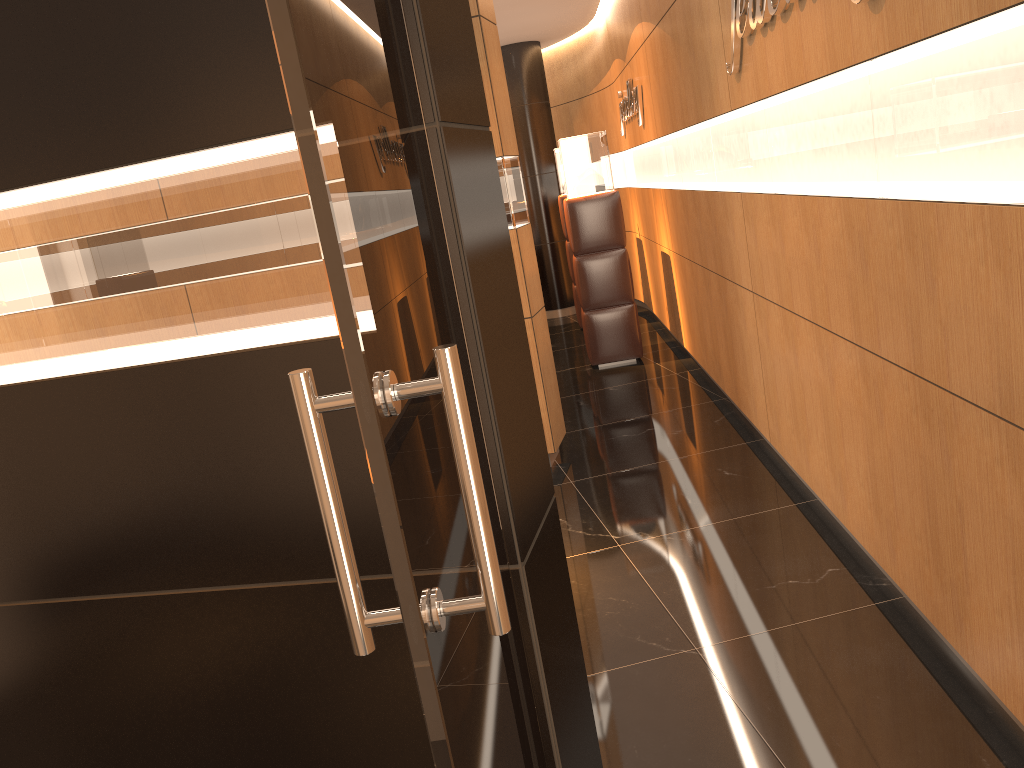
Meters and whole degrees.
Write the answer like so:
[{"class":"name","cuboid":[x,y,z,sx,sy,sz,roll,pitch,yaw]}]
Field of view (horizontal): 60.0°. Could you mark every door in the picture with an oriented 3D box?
[{"class":"door","cuboid":[-0.136,-0.040,0.445,0.098,3.285,2.473,-9,12,4]}]

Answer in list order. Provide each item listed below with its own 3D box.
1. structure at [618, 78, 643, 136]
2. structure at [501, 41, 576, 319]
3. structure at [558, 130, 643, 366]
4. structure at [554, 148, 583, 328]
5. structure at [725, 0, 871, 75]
[{"class":"structure","cuboid":[1.126,-2.664,8.538,0.034,0.442,2.050,-9,12,4]},{"class":"structure","cuboid":[0.316,-2.557,11.103,0.613,3.430,0.613,-9,12,8]},{"class":"structure","cuboid":[0.768,-1.189,7.840,0.498,1.968,0.484,-10,12,3]},{"class":"structure","cuboid":[0.830,-1.634,9.874,0.498,2.000,0.484,-10,12,3]},{"class":"structure","cuboid":[0.968,-1.445,3.162,0.034,0.442,2.050,-9,12,4]}]
